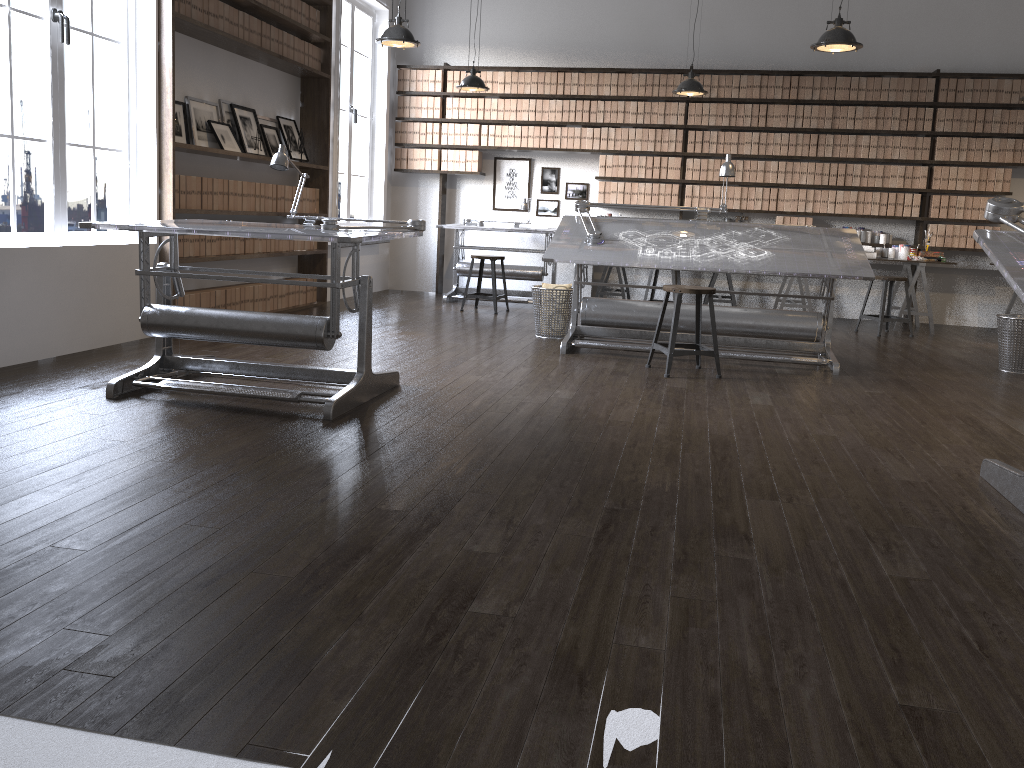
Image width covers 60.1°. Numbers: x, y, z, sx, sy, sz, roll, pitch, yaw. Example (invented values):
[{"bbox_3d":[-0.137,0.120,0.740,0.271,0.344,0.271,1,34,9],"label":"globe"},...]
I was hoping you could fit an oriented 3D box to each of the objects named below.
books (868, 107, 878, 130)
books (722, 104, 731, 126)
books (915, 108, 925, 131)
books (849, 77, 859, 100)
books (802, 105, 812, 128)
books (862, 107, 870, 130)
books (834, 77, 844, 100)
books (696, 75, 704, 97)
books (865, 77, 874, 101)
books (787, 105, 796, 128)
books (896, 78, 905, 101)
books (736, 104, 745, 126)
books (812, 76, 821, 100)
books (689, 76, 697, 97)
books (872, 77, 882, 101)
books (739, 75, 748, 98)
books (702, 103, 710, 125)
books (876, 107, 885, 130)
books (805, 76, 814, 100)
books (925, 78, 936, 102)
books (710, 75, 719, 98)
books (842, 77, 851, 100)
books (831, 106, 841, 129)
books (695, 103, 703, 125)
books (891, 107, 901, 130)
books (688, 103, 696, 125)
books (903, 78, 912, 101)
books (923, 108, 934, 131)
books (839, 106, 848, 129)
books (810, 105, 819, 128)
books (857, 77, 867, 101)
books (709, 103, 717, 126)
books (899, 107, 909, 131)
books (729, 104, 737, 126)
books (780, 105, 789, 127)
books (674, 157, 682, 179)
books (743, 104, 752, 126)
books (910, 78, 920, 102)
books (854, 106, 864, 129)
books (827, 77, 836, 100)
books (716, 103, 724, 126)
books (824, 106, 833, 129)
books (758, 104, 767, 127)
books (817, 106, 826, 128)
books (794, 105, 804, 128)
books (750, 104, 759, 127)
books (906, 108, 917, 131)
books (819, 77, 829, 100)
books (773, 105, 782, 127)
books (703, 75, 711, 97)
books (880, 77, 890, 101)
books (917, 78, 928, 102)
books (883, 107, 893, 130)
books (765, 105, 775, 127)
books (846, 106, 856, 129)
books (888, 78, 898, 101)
[{"bbox_3d":[3.527,-2.594,8.687,0.067,0.224,0.176,4,9,11],"label":"books"},{"bbox_3d":[2.166,-2.711,8.961,0.067,0.224,0.176,4,9,11],"label":"books"},{"bbox_3d":[3.948,-2.559,8.609,0.067,0.224,0.176,4,9,11],"label":"books"},{"bbox_3d":[3.345,-2.883,8.689,0.067,0.224,0.176,4,9,11],"label":"books"},{"bbox_3d":[2.926,-2.646,8.809,0.067,0.224,0.176,4,9,11],"label":"books"},{"bbox_3d":[3.462,-2.600,8.705,0.067,0.224,0.176,4,9,11],"label":"books"},{"bbox_3d":[3.214,-2.895,8.720,0.067,0.224,0.176,4,9,11],"label":"books"},{"bbox_3d":[1.904,-3.007,8.978,0.067,0.224,0.176,4,9,11],"label":"books"},{"bbox_3d":[3.486,-2.872,8.668,0.067,0.224,0.175,4,9,11],"label":"books"},{"bbox_3d":[2.783,-2.658,8.836,0.067,0.224,0.176,4,9,11],"label":"books"},{"bbox_3d":[3.755,-2.849,8.612,0.067,0.224,0.176,4,9,11],"label":"books"},{"bbox_3d":[2.303,-2.700,8.939,0.067,0.224,0.175,4,9,11],"label":"books"},{"bbox_3d":[3.004,-2.913,8.761,0.067,0.224,0.175,4,9,11],"label":"books"},{"bbox_3d":[1.843,-3.013,8.995,0.067,0.224,0.176,4,9,11],"label":"books"},{"bbox_3d":[3.554,-2.866,8.653,0.067,0.224,0.176,4,9,11],"label":"books"},{"bbox_3d":[2.322,-2.972,8.898,0.067,0.224,0.176,4,9,11],"label":"books"},{"bbox_3d":[1.969,-2.728,9.001,0.067,0.224,0.176,4,9,11],"label":"books"},{"bbox_3d":[3.594,-2.589,8.680,0.067,0.224,0.176,4,9,11],"label":"books"},{"bbox_3d":[2.932,-2.918,8.772,0.067,0.224,0.176,4,9,11],"label":"books"},{"bbox_3d":[4.024,-2.825,8.555,0.067,0.224,0.175,4,9,11],"label":"books"},{"bbox_3d":[2.046,-2.995,8.953,0.067,0.224,0.175,4,9,11],"label":"books"},{"bbox_3d":[3.275,-2.889,8.703,0.067,0.224,0.176,4,9,11],"label":"books"},{"bbox_3d":[3.193,-2.624,8.761,0.067,0.224,0.175,4,9,11],"label":"books"},{"bbox_3d":[1.901,-2.735,9.019,0.067,0.224,0.176,4,9,11],"label":"books"},{"bbox_3d":[3.732,-2.577,8.648,0.067,0.224,0.175,4,9,11],"label":"books"},{"bbox_3d":[1.833,-2.741,9.035,0.067,0.224,0.175,4,9,11],"label":"books"},{"bbox_3d":[3.819,-2.842,8.594,0.067,0.224,0.176,4,9,11],"label":"books"},{"bbox_3d":[4.021,-2.552,8.592,0.067,0.224,0.176,4,9,11],"label":"books"},{"bbox_3d":[3.261,-2.618,8.746,0.067,0.224,0.176,4,9,11],"label":"books"},{"bbox_3d":[2.998,-2.640,8.797,0.067,0.224,0.176,4,9,11],"label":"books"},{"bbox_3d":[3.417,-2.877,8.678,0.067,0.224,0.175,4,9,11],"label":"books"},{"bbox_3d":[2.040,-2.722,8.989,0.067,0.224,0.176,4,9,11],"label":"books"},{"bbox_3d":[3.802,-2.571,8.639,0.067,0.224,0.176,4,9,11],"label":"books"},{"bbox_3d":[2.233,-2.706,8.953,0.067,0.224,0.176,4,9,11],"label":"books"},{"bbox_3d":[2.712,-2.664,8.851,0.067,0.224,0.176,4,9,11],"label":"books"},{"bbox_3d":[1.708,-2.212,9.120,0.067,0.224,0.176,4,9,11],"label":"books"},{"bbox_3d":[2.371,-2.694,8.921,0.067,0.224,0.175,4,9,11],"label":"books"},{"bbox_3d":[3.886,-2.838,8.587,0.067,0.224,0.176,4,9,11],"label":"books"},{"bbox_3d":[3.400,-2.605,8.716,0.067,0.224,0.176,4,9,11],"label":"books"},{"bbox_3d":[3.141,-2.902,8.735,0.067,0.224,0.176,4,9,11],"label":"books"},{"bbox_3d":[2.102,-2.717,8.978,0.067,0.224,0.176,4,9,11],"label":"books"},{"bbox_3d":[3.124,-2.628,8.768,0.067,0.224,0.176,4,9,11],"label":"books"},{"bbox_3d":[2.514,-2.681,8.892,0.067,0.224,0.176,4,9,11],"label":"books"},{"bbox_3d":[3.060,-2.635,8.786,0.067,0.224,0.176,4,9,11],"label":"books"},{"bbox_3d":[2.854,-2.652,8.826,0.067,0.224,0.175,4,9,11],"label":"books"},{"bbox_3d":[2.442,-2.688,8.912,0.067,0.224,0.176,4,9,11],"label":"books"},{"bbox_3d":[3.874,-2.564,8.618,0.067,0.224,0.176,4,9,11],"label":"books"},{"bbox_3d":[3.073,-2.908,8.751,0.067,0.224,0.175,4,9,11],"label":"books"},{"bbox_3d":[2.651,-2.670,8.867,0.067,0.224,0.176,4,9,11],"label":"books"},{"bbox_3d":[1.975,-3.001,8.964,0.067,0.224,0.176,4,9,11],"label":"books"},{"bbox_3d":[3.621,-2.860,8.635,0.067,0.224,0.176,4,9,11],"label":"books"},{"bbox_3d":[3.955,-2.832,8.573,0.067,0.224,0.175,4,9,11],"label":"books"},{"bbox_3d":[3.663,-2.583,8.666,0.067,0.224,0.175,4,9,11],"label":"books"},{"bbox_3d":[2.587,-2.676,8.883,0.067,0.224,0.176,4,9,11],"label":"books"},{"bbox_3d":[3.329,-2.611,8.728,0.067,0.224,0.176,4,9,11],"label":"books"},{"bbox_3d":[3.693,-2.854,8.623,0.067,0.224,0.176,4,9,11],"label":"books"}]
